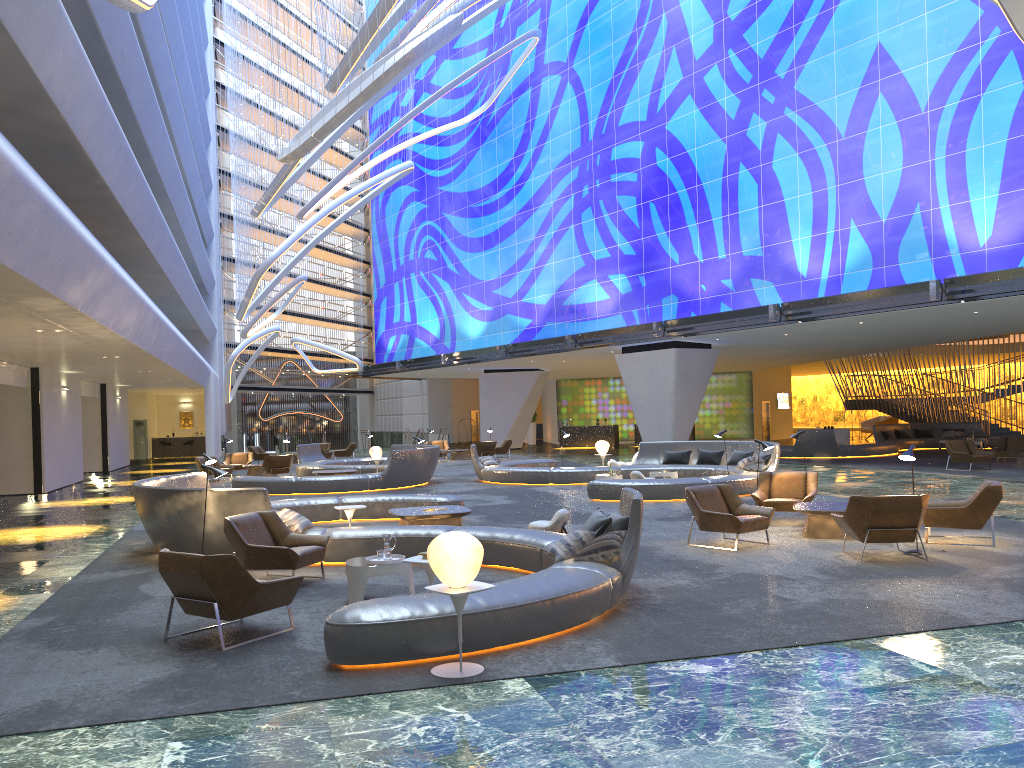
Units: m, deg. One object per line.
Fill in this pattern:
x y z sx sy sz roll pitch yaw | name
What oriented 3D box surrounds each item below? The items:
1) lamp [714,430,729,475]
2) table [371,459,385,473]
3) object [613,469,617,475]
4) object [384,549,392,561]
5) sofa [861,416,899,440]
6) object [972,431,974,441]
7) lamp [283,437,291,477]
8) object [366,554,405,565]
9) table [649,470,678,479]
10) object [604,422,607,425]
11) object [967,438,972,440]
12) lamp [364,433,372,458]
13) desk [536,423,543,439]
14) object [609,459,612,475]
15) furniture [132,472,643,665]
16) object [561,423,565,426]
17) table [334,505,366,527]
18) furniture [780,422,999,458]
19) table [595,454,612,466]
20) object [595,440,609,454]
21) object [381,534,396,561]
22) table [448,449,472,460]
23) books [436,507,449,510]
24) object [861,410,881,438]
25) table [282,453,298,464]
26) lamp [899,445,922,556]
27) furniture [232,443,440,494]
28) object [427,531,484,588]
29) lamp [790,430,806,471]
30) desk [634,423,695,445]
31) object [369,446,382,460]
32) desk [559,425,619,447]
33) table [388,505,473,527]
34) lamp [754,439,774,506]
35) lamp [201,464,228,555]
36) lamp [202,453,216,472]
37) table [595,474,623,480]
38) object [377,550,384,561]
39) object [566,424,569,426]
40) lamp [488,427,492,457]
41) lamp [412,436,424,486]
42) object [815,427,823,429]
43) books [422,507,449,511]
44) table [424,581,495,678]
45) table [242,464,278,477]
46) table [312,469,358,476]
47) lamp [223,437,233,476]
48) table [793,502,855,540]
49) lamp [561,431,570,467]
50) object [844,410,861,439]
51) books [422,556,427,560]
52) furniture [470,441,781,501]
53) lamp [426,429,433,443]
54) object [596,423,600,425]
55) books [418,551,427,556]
4.837 1.702 20.350 0.384 1.300 0.202 -2 0 -23 | lamp
-3.835 2.452 25.283 0.418 0.595 0.428 -1 -1 -17 | table
2.259 1.934 19.499 0.071 0.118 0.151 -2 -1 -6 | object
-1.198 1.660 8.570 0.071 0.118 0.071 -2 -1 42 | object
17.977 2.172 43.405 1.062 1.179 3.417 -2 -2 10 | sofa
15.941 1.799 30.617 0.076 0.356 0.066 -2 0 -24 | object
-6.870 2.268 27.197 0.202 1.300 0.384 -2 0 1 | lamp
-1.230 1.706 8.619 0.381 0.038 0.381 -1 -2 -24 | object
3.417 2.183 20.133 0.673 0.406 0.671 -2 -1 4 | table
4.802 2.037 45.445 0.150 0.145 0.150 -2 -1 18 | object
15.875 1.925 30.754 0.151 0.118 0.071 -2 -1 19 | object
-5.002 2.334 30.726 0.384 1.300 0.202 -2 0 1 | lamp
1.829 3.297 61.859 2.978 1.097 0.813 -2 -1 23 | desk
2.161 1.814 19.378 0.076 0.356 0.066 -2 0 41 | object
-2.111 1.724 11.123 5.184 0.969 9.934 -1 -2 -19 | furniture
2.651 2.123 46.233 0.149 0.149 0.149 -2 -1 19 | object
-2.180 1.956 11.984 0.418 0.595 0.428 -1 -1 -20 | table
13.569 1.984 32.075 9.926 0.969 5.188 -2 -2 1 | furniture
2.519 2.245 24.532 0.418 0.595 0.428 -1 -1 -42 | table
2.493 1.753 24.482 0.366 0.387 0.318 -1 -1 -34 | object
-1.210 1.597 8.666 0.131 0.252 0.103 -1 0 -33 | object
-2.025 2.879 36.092 1.202 0.392 1.204 -1 -2 -15 | table
-1.050 1.875 13.328 0.133 0.012 0.189 -1 -2 -26 | books
18.932 2.000 46.462 1.205 1.664 0.476 -2 0 -6 | object
-8.931 3.112 37.134 1.203 0.392 1.203 -2 -2 2 | table
4.725 1.372 10.488 0.202 1.300 0.384 -2 0 36 | lamp
-4.469 2.298 26.081 5.185 0.969 9.931 -2 -2 1 | furniture
-0.395 1.226 6.175 0.366 0.387 0.318 -1 -1 -34 | object
5.907 1.598 18.186 0.384 1.300 0.202 -2 0 28 | lamp
7.866 2.577 45.648 2.978 1.097 0.813 -2 -1 21 | desk
-3.881 1.961 25.243 0.367 0.387 0.318 -1 -1 -9 | object
3.999 2.699 45.989 2.978 1.097 0.813 -2 -1 23 | desk
-1.222 2.086 13.280 1.202 0.392 1.204 -1 -2 -15 | table
3.941 1.510 13.903 0.384 1.300 0.202 -2 0 37 | lamp
-3.647 1.623 10.822 0.384 1.300 0.202 -2 0 -16 | lamp
-5.025 1.791 14.640 0.384 1.300 0.202 -2 0 34 | lamp
2.059 2.200 19.459 0.671 0.406 0.673 -3 -2 36 | table
-1.264 1.660 8.525 0.071 0.118 0.071 -1 -1 -33 | object
2.885 2.134 46.152 0.108 0.108 0.111 -2 -1 19 | object
-0.836 2.350 34.750 0.202 1.300 0.384 -2 0 1 | lamp
-2.431 1.995 22.887 0.384 1.300 0.202 -2 0 1 | lamp
11.454 1.787 33.081 0.318 0.387 0.367 -2 -1 -9 | object
-1.151 1.872 13.341 0.395 0.039 0.301 -2 -2 -2 | books
-0.369 1.718 6.225 0.418 0.595 0.428 -1 -1 -42 | table
-8.059 2.796 28.539 1.202 0.392 1.204 -1 -2 -16 | table
-4.777 2.547 23.933 1.202 0.392 1.204 -1 -2 -15 | table
-9.476 2.421 29.538 0.384 1.300 0.202 -2 0 1 | lamp
4.527 1.888 12.278 1.203 0.392 1.203 -2 -2 20 | table
1.470 1.943 24.643 0.202 1.300 0.384 -2 0 -40 | lamp
17.872 2.033 46.555 0.476 1.664 1.204 -2 -1 39 | object
-0.673 1.448 7.463 0.128 0.030 0.182 -2 -2 6 | books
2.460 1.966 22.141 5.184 0.969 9.934 -1 -2 -24 | furniture
-3.442 2.504 37.091 0.384 1.300 0.202 -2 0 1 | lamp
4.410 2.052 45.558 0.150 0.145 0.150 -2 -1 18 | object
-0.678 1.422 7.461 0.133 0.022 0.189 -3 -2 35 | books
